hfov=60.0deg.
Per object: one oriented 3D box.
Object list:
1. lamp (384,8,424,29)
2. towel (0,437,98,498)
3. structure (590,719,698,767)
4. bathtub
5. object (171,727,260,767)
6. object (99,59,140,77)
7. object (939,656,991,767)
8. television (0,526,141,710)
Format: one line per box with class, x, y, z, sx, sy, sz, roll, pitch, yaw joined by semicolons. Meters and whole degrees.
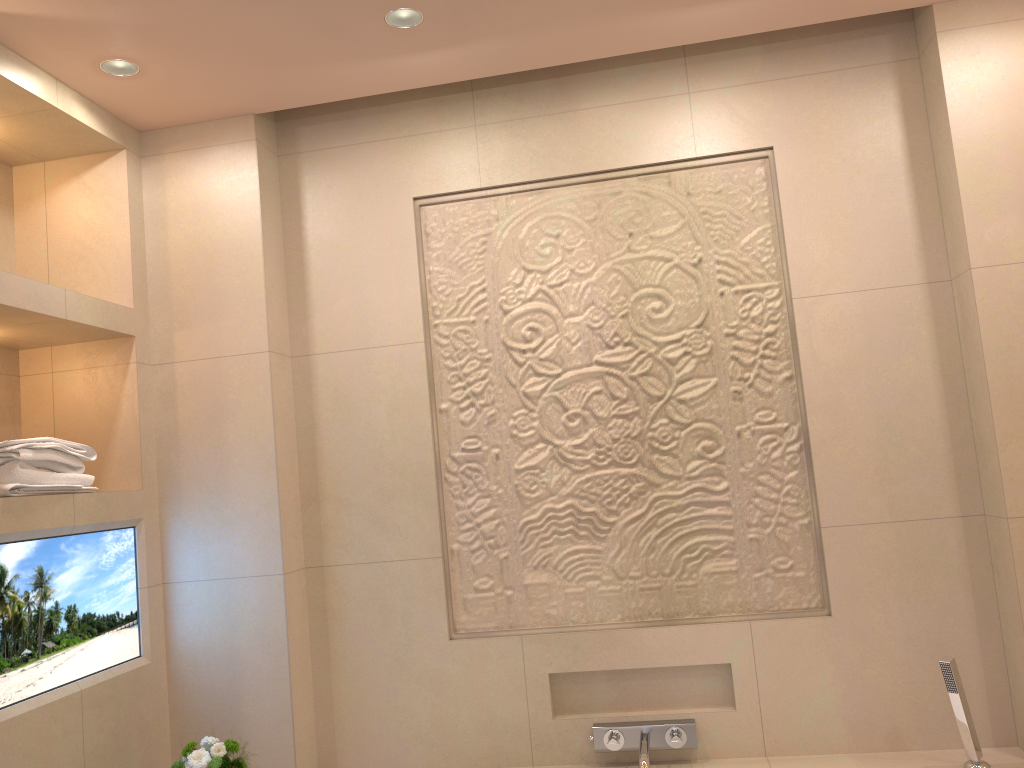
lamp;-0.269;-0.935;2.192;0.097;0.069;0.097;-8;-6;25
towel;0.192;-0.222;2.056;3.195;0.726;0.517;-6;-6;9
structure;0.344;0.974;2.334;0.290;0.097;0.259;-6;-6;9
bathtub;0.313;1.267;1.905;2.662;0.540;1.060;-6;-6;9
object;-0.764;1.002;2.261;0.229;0.252;0.197;0;-8;-39
object;-1.022;-0.854;2.308;0.097;0.069;0.097;-8;-6;25
object;1.113;0.809;2.185;0.114;0.280;0.059;-1;-7;-36
television;-1.101;0.555;2.201;0.025;0.360;0.564;-6;-6;9
